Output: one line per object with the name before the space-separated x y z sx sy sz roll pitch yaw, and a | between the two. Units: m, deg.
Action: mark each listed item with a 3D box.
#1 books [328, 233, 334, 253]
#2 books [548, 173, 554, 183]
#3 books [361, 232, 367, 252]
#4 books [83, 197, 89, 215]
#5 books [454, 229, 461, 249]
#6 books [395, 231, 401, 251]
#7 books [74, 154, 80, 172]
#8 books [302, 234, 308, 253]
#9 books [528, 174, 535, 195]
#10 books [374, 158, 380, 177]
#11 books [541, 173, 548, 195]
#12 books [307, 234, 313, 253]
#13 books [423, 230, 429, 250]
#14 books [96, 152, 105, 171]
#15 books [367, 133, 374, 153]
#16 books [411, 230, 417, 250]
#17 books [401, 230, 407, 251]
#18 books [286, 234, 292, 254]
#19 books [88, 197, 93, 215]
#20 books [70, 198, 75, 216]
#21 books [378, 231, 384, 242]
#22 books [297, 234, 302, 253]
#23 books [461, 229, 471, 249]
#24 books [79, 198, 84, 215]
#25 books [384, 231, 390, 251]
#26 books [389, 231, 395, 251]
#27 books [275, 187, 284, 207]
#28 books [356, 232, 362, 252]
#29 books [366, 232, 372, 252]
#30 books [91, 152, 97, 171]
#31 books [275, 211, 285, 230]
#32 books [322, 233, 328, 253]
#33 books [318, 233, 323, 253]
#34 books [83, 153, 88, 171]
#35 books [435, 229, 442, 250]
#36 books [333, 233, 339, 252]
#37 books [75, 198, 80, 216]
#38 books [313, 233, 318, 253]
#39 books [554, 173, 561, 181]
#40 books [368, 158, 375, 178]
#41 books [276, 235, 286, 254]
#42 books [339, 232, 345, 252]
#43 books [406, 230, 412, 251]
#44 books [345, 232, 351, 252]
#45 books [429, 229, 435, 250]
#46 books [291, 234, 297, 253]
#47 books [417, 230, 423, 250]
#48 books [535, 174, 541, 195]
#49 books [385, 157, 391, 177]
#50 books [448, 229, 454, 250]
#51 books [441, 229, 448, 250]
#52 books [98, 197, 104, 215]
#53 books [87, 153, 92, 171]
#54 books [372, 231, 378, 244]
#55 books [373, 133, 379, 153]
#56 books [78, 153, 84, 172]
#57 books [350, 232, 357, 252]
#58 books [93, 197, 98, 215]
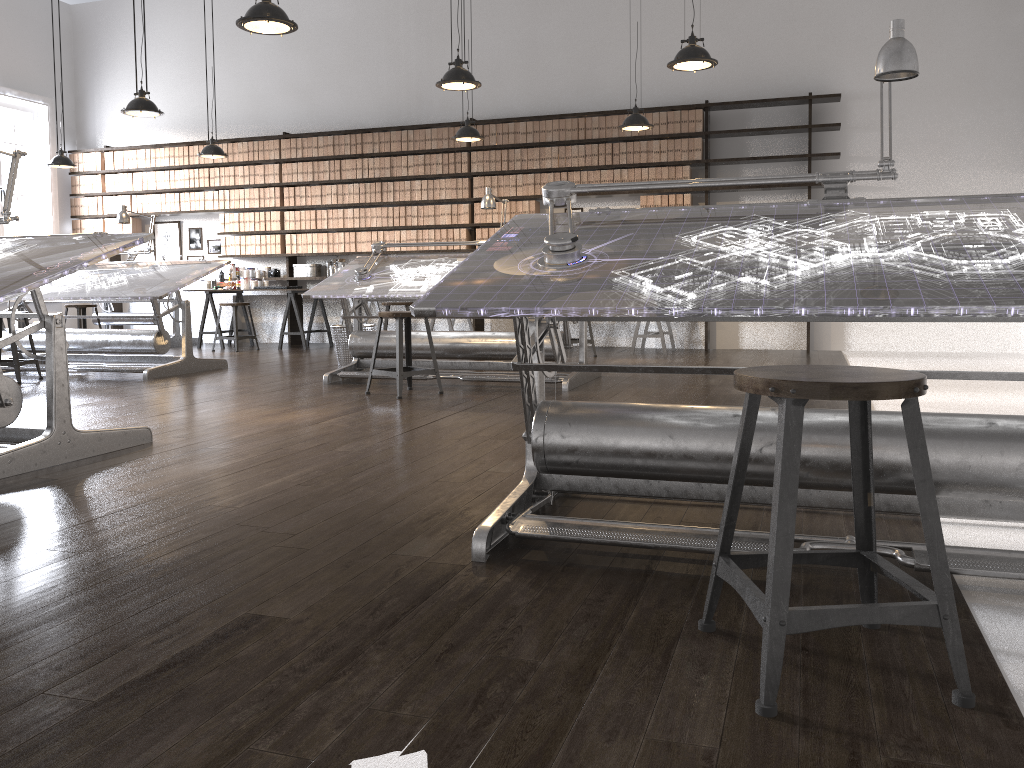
books | -2.045 -1.622 10.198 0.067 0.225 0.175 1 5 18
books | 0.430 -2.102 9.336 0.067 0.225 0.175 1 5 18
books | -1.640 -1.611 10.061 0.067 0.225 0.175 1 5 18
books | -5.353 -2.252 11.259 0.067 0.225 0.175 1 5 18
books | -0.574 -1.583 9.703 0.067 0.225 0.175 1 5 18
books | -1.244 -1.601 9.927 0.067 0.225 0.175 1 5 18
books | -5.481 -2.803 11.265 0.067 0.225 0.175 1 5 18
books | -2.368 -1.630 10.304 0.067 0.225 0.175 1 5 18
books | 0.231 -2.106 9.400 0.067 0.225 0.175 1 5 18
books | -1.476 -2.418 9.954 0.067 0.225 0.175 1 5 18
books | 0.365 -2.104 9.362 0.067 0.225 0.175 1 5 18
books | -2.302 -1.628 10.278 0.067 0.225 0.175 1 5 18
books | -0.920 -1.593 9.824 0.067 0.225 0.175 1 5 18
books | -5.143 -2.795 11.156 0.067 0.225 0.175 1 5 18
books | -1.556 -2.696 9.960 0.067 0.225 0.175 1 5 18
books | -1.053 -1.595 9.862 0.067 0.225 0.175 1 5 18
books | -1.175 -1.599 9.905 0.067 0.225 0.175 1 5 18
books | -2.571 -1.635 10.366 0.067 0.225 0.175 1 5 18
books | -5.284 -2.251 11.241 0.067 0.225 0.175 1 5 18
books | -5.552 -2.257 11.324 0.067 0.225 0.175 1 5 18
books | -1.443 -1.606 9.995 0.067 0.225 0.175 1 5 18
books | -2.433 -1.632 10.328 0.067 0.225 0.175 1 5 18
books | -0.499 -1.582 9.681 0.067 0.225 0.175 1 5 18
books | -5.419 -2.254 11.286 0.067 0.225 0.175 1 5 18
books | -1.375 -1.605 9.976 0.067 0.225 0.175 1 5 18
books | -1.310 -1.603 9.952 0.067 0.225 0.175 1 5 18
books | -2.700 -2.184 10.382 0.067 0.225 0.175 1 5 18
books | -1.701 -1.613 10.084 0.067 0.225 0.175 1 5 18
books | -1.581 -1.609 10.037 0.067 0.225 0.175 1 5 18
books | -5.212 -2.796 11.177 0.067 0.225 0.175 1 5 18
books | -2.696 -1.907 10.391 0.067 0.225 0.175 1 5 18
books | -2.111 -1.623 10.214 0.067 0.225 0.175 1 5 18
books | -2.173 -1.625 10.239 0.067 0.225 0.175 1 5 18
books | -5.343 -2.800 11.227 0.067 0.225 0.175 1 5 18
books | -0.785 -1.589 9.779 0.067 0.225 0.175 1 5 18
books | -1.978 -1.620 10.175 0.067 0.225 0.175 1 5 18
books | -5.486 -2.256 11.308 0.067 0.225 0.175 1 5 18
books | -2.233 -1.626 10.257 0.067 0.225 0.175 1 5 18
books | 0.499 -2.100 9.318 0.067 0.225 0.175 1 5 18
books | -1.545 -2.420 9.975 0.067 0.225 0.175 1 5 18
books | -2.696 -1.638 10.409 0.067 0.225 0.175 1 5 18
books | -1.912 -1.618 10.149 0.067 0.225 0.175 1 5 18
books | -1.115 -1.598 9.887 0.067 0.225 0.175 1 5 18
books | -1.843 -1.617 10.131 0.067 0.225 0.175 1 5 18
books | -0.854 -1.591 9.797 0.067 0.225 0.175 1 5 18
books | -2.501 -1.633 10.347 0.067 0.225 0.175 1 5 18
books | -0.987 -1.595 9.846 0.067 0.225 0.175 1 5 18
books | 0.297 -2.105 9.384 0.067 0.225 0.175 1 5 18
books | -1.354 -2.415 9.910 0.067 0.225 0.175 1 5 18
books | -0.644 -1.586 9.732 0.067 0.225 0.175 1 5 18
books | -0.716 -1.587 9.750 0.067 0.225 0.175 1 5 18
books | -5.143 -2.247 11.194 0.067 0.225 0.175 1 5 18
books | -5.278 -2.798 11.203 0.067 0.225 0.175 1 5 18
books | -1.513 -1.607 10.014 0.067 0.225 0.175 1 5 18
books | -1.486 -2.694 9.940 0.067 0.225 0.175 1 5 18
books | -5.411 -2.802 11.245 0.067 0.225 0.175 1 5 18
books | -1.773 -1.614 10.102 0.067 0.225 0.175 1 5 18
books | -5.215 -2.248 11.213 0.067 0.225 0.175 1 5 18
